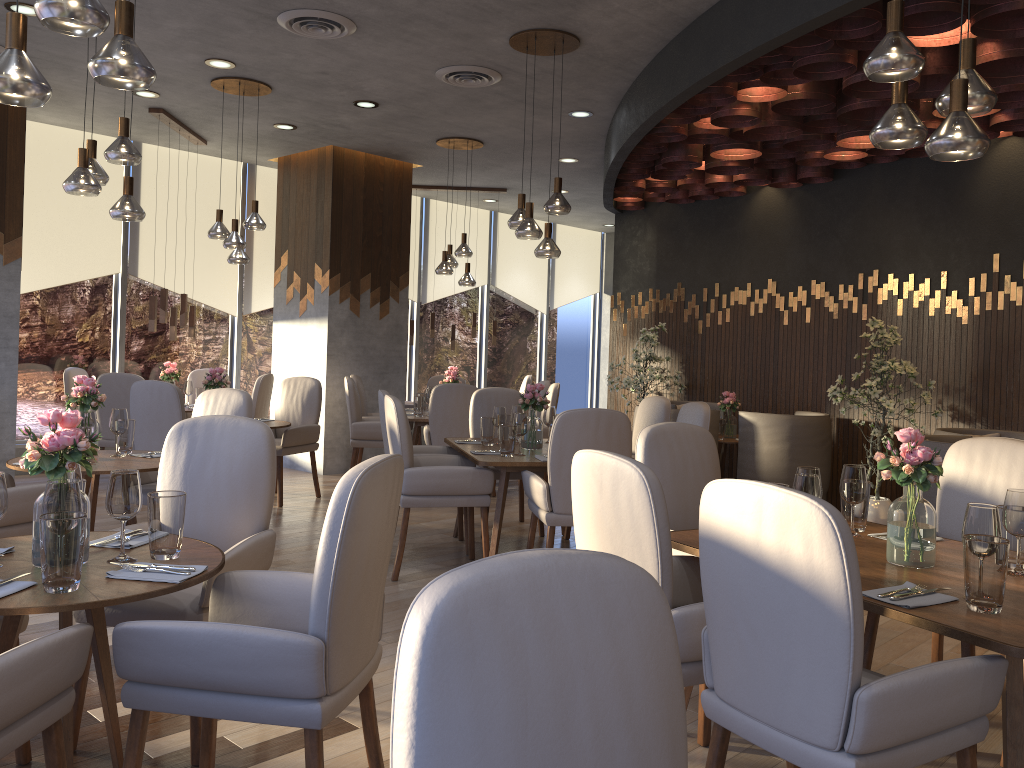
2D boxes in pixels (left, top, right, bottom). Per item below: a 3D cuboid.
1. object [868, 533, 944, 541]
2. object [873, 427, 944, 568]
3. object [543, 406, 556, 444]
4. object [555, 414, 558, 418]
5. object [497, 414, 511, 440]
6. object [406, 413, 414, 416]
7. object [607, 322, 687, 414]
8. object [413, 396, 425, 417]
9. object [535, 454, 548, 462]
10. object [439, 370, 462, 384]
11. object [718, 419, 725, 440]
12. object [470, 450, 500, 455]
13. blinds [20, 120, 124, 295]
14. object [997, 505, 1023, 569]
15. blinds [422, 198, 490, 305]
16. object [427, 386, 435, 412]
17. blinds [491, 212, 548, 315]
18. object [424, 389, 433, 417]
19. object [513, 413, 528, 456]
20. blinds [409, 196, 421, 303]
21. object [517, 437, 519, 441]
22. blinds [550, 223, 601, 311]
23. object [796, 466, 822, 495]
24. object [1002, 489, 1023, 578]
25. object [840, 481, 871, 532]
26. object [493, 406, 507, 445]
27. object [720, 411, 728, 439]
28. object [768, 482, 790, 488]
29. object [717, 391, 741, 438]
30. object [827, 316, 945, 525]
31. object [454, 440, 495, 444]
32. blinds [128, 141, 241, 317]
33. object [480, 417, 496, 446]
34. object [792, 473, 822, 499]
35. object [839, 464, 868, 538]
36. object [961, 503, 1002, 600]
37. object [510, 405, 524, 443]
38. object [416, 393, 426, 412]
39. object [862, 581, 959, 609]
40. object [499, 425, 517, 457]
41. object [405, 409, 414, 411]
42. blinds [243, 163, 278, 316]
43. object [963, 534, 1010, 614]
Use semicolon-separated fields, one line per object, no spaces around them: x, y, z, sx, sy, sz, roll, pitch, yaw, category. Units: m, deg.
1.342;0.523;3.052;0.255;0.019;0.157;1;2;-29;object
1.199;0.337;2.679;0.210;0.416;0.198;2;1;-34;object
0.250;0.271;5.899;0.092;0.244;0.092;2;0;30;object
0.288;0.299;5.167;0.092;0.244;0.092;2;0;-31;object
-0.053;0.293;5.922;0.102;0.178;0.102;2;1;0;object
-0.885;0.271;7.982;0.255;0.019;0.157;2;2;-4;object
1.315;0.174;9.016;0.746;1.616;0.789;1;1;-40;object
-0.821;0.199;7.827;0.102;0.178;0.102;2;1;2;object
0.218;0.415;5.015;0.157;0.019;0.255;2;2;-11;object
-0.568;0.077;8.271;0.210;0.416;0.198;2;1;21;object
1.799;0.394;7.706;0.102;0.178;0.102;2;1;1;object
-0.112;0.397;5.200;0.255;0.019;0.157;1;2;-13;object
-4.179;-2.057;8.195;0.007;2.680;1.173;2;0;44;blinds
1.516;0.462;2.673;0.102;0.178;0.102;2;1;-13;object
-0.714;-2.354;11.815;0.007;2.680;1.173;2;0;44;blinds
-0.773;0.145;8.470;0.092;0.244;0.092;2;0;21;object
0.147;-2.358;12.717;0.007;2.680;1.173;2;0;44;blinds
-0.737;0.167;7.898;0.092;0.244;0.092;2;1;44;object
0.047;0.292;5.140;0.092;0.244;0.092;2;1;-33;object
-1.575;-2.373;10.912;0.007;2.680;1.173;2;0;44;blinds
0.083;0.374;6.013;0.157;0.019;0.255;1;2;-16;object
1.011;-2.429;13.620;0.007;2.680;1.173;2;0;44;blinds
0.987;0.401;2.962;0.092;0.244;0.092;2;0;-30;object
1.473;0.432;2.573;0.092;0.244;0.092;2;0;13;object
1.224;0.435;3.167;0.102;0.178;0.102;2;1;17;object
-0.082;0.267;5.699;0.092;0.244;0.092;2;0;6;object
1.852;0.360;7.802;0.092;0.244;0.092;2;0;17;object
0.884;0.429;3.000;0.102;0.178;0.102;2;1;-27;object
1.945;0.272;7.941;0.210;0.416;0.198;2;1;21;object
2.756;0.309;6.582;0.788;1.616;0.747;2;1;-20;object
-0.241;0.373;5.758;0.255;0.019;0.157;1;2;-13;object
-3.318;-2.053;9.097;0.007;2.680;1.173;2;0;44;blinds
-0.153;0.301;5.615;0.102;0.178;0.102;2;1;3;object
0.921;0.406;2.778;0.092;0.244;0.092;2;0;-11;object
1.181;0.404;3.067;0.092;0.244;0.092;2;0;-26;object
1.207;0.433;2.282;0.092;0.244;0.092;2;1;34;object
0.034;0.266;5.855;0.092;0.244;0.092;2;0;9;object
-0.857;0.177;8.399;0.102;0.178;0.102;2;1;2;object
1.038;0.540;2.293;0.255;0.019;0.157;1;2;-30;object
-0.024;0.325;5.057;0.102;0.178;0.102;2;1;3;object
-0.920;0.249;8.554;0.255;0.019;0.157;2;2;-4;object
-2.457;-2.075;9.999;0.007;2.680;1.173;2;0;44;blinds
1.164;0.468;2.181;0.102;0.178;0.102;2;1;-24;object
